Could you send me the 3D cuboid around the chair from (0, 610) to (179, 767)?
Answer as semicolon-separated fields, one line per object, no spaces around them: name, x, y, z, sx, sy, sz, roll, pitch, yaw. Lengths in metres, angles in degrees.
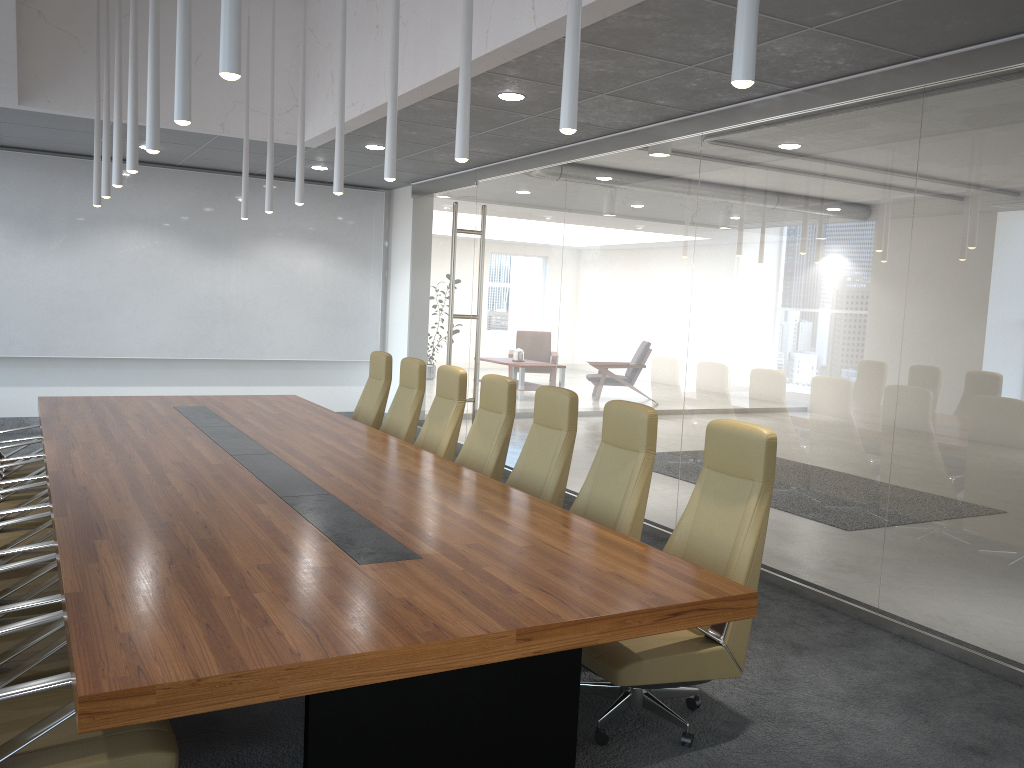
chair;-1.639;0.885;2.918;0.955;1.406;0.711;0;6;-29

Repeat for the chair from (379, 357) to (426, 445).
chair;-1.283;0.470;7.657;0.955;1.406;0.711;0;6;-29

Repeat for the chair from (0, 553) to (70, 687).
chair;-2.017;0.804;3.602;0.955;1.406;0.711;0;6;-29

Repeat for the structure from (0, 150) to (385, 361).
structure;-1.533;-0.861;5.517;6.600;2.466;13.989;0;6;-29

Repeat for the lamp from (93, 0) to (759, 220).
lamp;-1.500;-2.452;5.342;2.619;2.378;7.258;0;6;-29

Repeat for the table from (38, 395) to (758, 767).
table;-1.666;0.891;5.647;2.300;0.895;6.500;0;6;-29

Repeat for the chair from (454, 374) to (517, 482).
chair;-0.512;0.636;6.261;0.955;1.406;0.711;0;6;-29

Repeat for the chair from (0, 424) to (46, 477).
chair;-3.941;0.391;7.084;0.955;1.406;0.711;0;6;-29

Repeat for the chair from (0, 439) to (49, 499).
chair;-3.558;0.473;6.390;0.955;1.406;0.711;0;6;-29

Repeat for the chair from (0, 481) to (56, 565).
chair;-2.793;0.637;5.006;0.955;1.406;0.711;0;6;-29

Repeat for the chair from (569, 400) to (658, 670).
chair;0.256;0.800;4.871;0.955;1.406;0.711;0;6;-29

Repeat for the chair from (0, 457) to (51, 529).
chair;-3.184;0.553;5.715;0.955;1.406;0.711;0;6;-29

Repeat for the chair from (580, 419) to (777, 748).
chair;0.708;0.884;4.196;0.955;1.406;0.711;0;6;-29

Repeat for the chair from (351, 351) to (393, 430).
chair;-1.668;0.387;8.354;0.955;1.406;0.711;0;6;-29

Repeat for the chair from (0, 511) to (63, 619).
chair;-2.406;0.721;4.306;0.955;1.406;0.711;0;6;-29

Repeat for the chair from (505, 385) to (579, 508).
chair;-0.127;0.718;5.564;0.955;1.406;0.711;0;6;-29

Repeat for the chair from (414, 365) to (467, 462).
chair;-0.894;0.554;6.953;0.955;1.406;0.711;0;6;-29
